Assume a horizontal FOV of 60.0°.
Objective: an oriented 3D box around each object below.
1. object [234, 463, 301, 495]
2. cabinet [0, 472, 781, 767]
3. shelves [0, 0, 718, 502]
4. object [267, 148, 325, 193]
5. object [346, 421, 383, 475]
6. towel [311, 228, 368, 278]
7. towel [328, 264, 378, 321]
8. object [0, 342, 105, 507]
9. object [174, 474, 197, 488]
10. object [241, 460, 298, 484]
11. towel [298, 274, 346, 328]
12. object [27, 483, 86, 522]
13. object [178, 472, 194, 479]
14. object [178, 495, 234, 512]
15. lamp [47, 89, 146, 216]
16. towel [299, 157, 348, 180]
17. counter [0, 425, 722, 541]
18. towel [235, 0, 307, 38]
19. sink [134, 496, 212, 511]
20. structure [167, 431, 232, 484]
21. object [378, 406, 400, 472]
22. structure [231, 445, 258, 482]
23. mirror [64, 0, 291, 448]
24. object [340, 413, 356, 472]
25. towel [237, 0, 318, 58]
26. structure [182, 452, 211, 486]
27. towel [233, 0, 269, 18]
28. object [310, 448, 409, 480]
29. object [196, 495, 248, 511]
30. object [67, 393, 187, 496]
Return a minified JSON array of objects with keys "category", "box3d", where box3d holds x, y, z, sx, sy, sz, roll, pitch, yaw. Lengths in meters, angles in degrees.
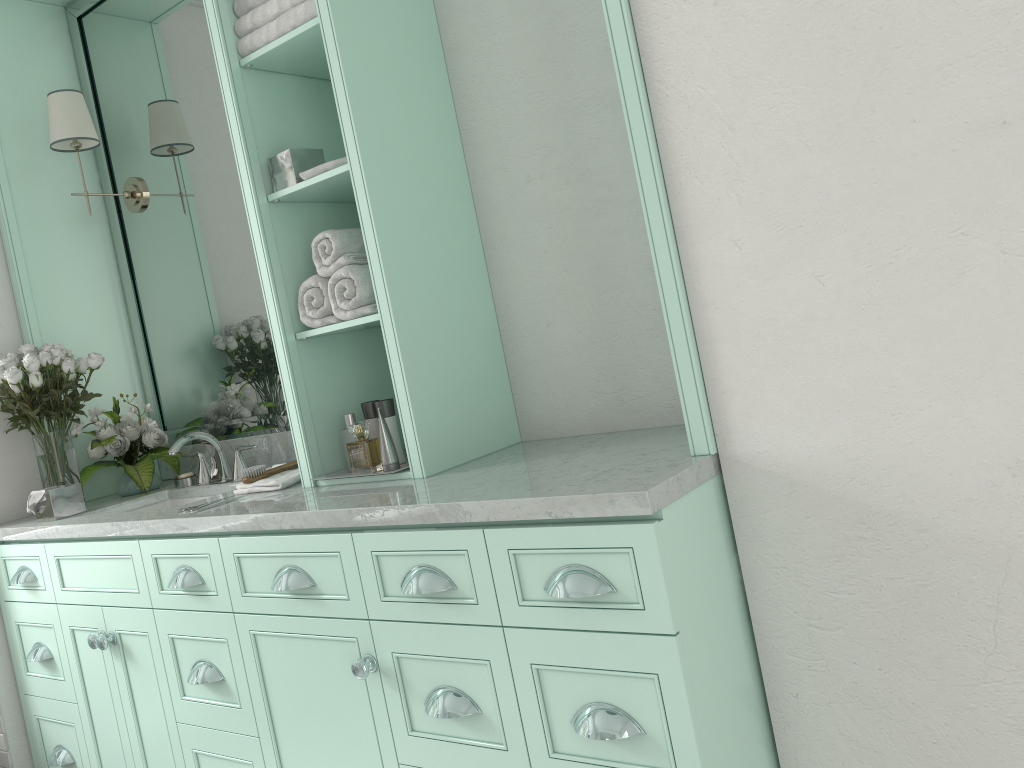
[{"category":"object","box3d":[-0.760,0.302,2.848,0.316,0.056,0.240,-9,4,33]},{"category":"cabinet","box3d":[-0.518,0.881,2.769,2.787,1.097,0.867,-9,3,37]},{"category":"shelves","box3d":[-0.763,-0.758,2.844,2.799,2.122,0.467,-10,2,37]},{"category":"object","box3d":[-0.630,-0.628,2.619,0.117,0.105,0.122,-9,3,42]},{"category":"object","box3d":[-0.425,0.180,2.531,0.092,0.147,0.063,-10,2,42]},{"category":"towel","box3d":[-0.443,-0.395,2.629,0.168,0.142,0.300,-10,3,37]},{"category":"towel","box3d":[-0.381,-0.277,2.582,0.160,0.159,0.306,-10,3,37]},{"category":"object","box3d":[-1.731,0.166,3.326,0.393,0.653,0.355,-13,2,-42]},{"category":"object","box3d":[-1.252,0.372,3.403,0.080,0.035,0.133,-13,4,-35]},{"category":"object","box3d":[-0.768,0.272,2.869,0.229,0.044,0.068,-14,4,-44]},{"category":"towel","box3d":[-0.489,-0.261,2.666,0.152,0.163,0.312,-10,3,37]},{"category":"object","box3d":[-1.634,0.423,3.159,0.135,0.112,0.147,-10,3,32]},{"category":"object","box3d":[-1.247,0.351,3.386,0.052,0.022,0.077,-13,4,-32]},{"category":"object","box3d":[-0.934,0.365,2.692,0.075,0.007,0.176,-10,4,29]},{"category":"lamp","box3d":[-1.683,-0.915,3.555,0.182,0.487,0.310,-10,2,36]},{"category":"towel","box3d":[-0.423,-0.632,2.568,0.238,0.056,0.318,-9,4,33]},{"category":"counter","box3d":[-0.631,0.255,2.775,2.797,0.181,0.828,-9,4,37]},{"category":"towel","box3d":[-0.522,-1.108,2.685,0.399,0.068,0.496,-9,4,37]},{"category":"sink","box3d":[-1.176,0.465,3.090,0.600,0.079,0.348,-9,4,37]},{"category":"structure","box3d":[-1.117,0.270,3.199,0.103,0.205,0.235,-11,2,26]},{"category":"object","box3d":[-0.353,0.153,2.471,0.049,0.179,0.050,-10,1,39]},{"category":"structure","box3d":[-0.952,0.280,3.193,0.157,0.121,0.083,-10,2,21]},{"category":"mirror","box3d":[-1.155,-0.753,3.379,1.431,1.932,0.015,-10,2,37]},{"category":"object","box3d":[-0.463,0.171,2.611,0.092,0.170,0.035,-10,1,36]},{"category":"towel","box3d":[-0.512,-1.048,2.680,0.399,0.068,0.496,-9,4,37]},{"category":"structure","box3d":[-1.192,0.319,3.350,0.157,0.121,0.083,-10,2,21]},{"category":"towel","box3d":[-0.527,-1.172,2.693,0.399,0.068,0.497,-9,4,37]},{"category":"object","box3d":[-0.327,0.226,2.641,0.348,0.008,0.440,-9,4,37]},{"category":"object","box3d":[-0.860,0.353,2.627,0.020,0.005,0.168,-9,4,41]},{"category":"object","box3d":[-1.503,0.237,3.497,0.451,0.402,0.396,-10,3,38]}]
